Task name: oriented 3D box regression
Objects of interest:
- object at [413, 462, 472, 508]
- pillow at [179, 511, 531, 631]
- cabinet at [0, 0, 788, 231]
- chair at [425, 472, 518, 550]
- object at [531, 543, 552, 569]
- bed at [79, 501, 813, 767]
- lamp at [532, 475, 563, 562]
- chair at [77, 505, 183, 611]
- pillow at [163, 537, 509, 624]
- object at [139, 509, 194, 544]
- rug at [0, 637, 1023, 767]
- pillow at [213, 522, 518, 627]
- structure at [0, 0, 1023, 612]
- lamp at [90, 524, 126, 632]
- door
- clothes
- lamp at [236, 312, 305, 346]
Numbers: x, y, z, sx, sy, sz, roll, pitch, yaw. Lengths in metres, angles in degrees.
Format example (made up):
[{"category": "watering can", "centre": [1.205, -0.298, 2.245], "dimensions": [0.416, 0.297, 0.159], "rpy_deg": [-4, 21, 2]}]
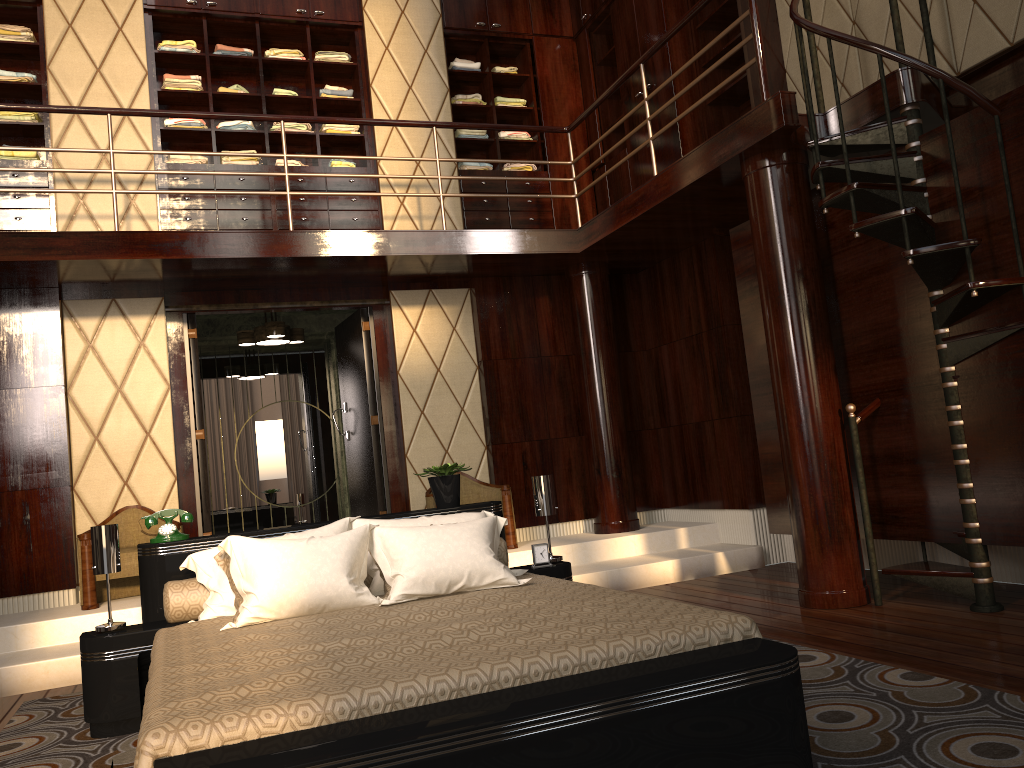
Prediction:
[{"category": "object", "centre": [-0.305, 0.466, 4.090], "dimensions": [0.256, 0.205, 0.241], "rpy_deg": [-2, -7, -39]}, {"category": "pillow", "centre": [-0.566, 0.669, 3.343], "dimensions": [1.322, 0.320, 0.685], "rpy_deg": [-4, -6, -20]}, {"category": "cabinet", "centre": [-1.539, -2.032, 5.703], "dimensions": [6.767, 2.432, 2.576], "rpy_deg": [-4, -6, -21]}, {"category": "chair", "centre": [-0.309, 0.856, 5.982], "dimensions": [0.571, 0.550, 0.462], "rpy_deg": [-4, -6, -21]}, {"category": "object", "centre": [0.125, 0.748, 3.856], "dimensions": [0.088, 0.103, 0.034], "rpy_deg": [-5, -5, -13]}, {"category": "bed", "centre": [-0.375, 0.794, 2.850], "dimensions": [1.985, 0.660, 2.381], "rpy_deg": [-4, -6, -21]}, {"category": "lamp", "centre": [0.157, 0.608, 4.020], "dimensions": [0.106, 0.385, 0.109], "rpy_deg": [-5, -5, -14]}, {"category": "chair", "centre": [-2.236, 0.993, 5.234], "dimensions": [0.571, 0.550, 0.462], "rpy_deg": [-4, -6, -21]}, {"category": "pillow", "centre": [-0.677, 0.787, 3.624], "dimensions": [1.396, 0.167, 0.173], "rpy_deg": [-4, -6, -21]}, {"category": "object", "centre": [-1.420, 0.582, 3.655], "dimensions": [0.178, 0.131, 0.158], "rpy_deg": [-9, -6, 31]}, {"category": "rug", "centre": [-0.173, 1.096, 2.760], "dimensions": [2.910, 0.006, 3.735], "rpy_deg": [-4, -6, -21]}, {"category": "pillow", "centre": [-0.530, 0.689, 3.326], "dimensions": [1.123, 0.271, 0.293], "rpy_deg": [-4, -6, -21]}, {"category": "structure", "centre": [-0.890, -0.289, 4.352], "dimensions": [6.107, 3.189, 3.750], "rpy_deg": [-4, -6, -21]}, {"category": "lamp", "centre": [-1.519, 0.724, 3.332], "dimensions": [0.106, 0.385, 0.109], "rpy_deg": [-5, -5, -14]}, {"category": "door", "centre": [-1.713, 0.424, 6.418], "dimensions": [1.435, 1.820, 0.828], "rpy_deg": [-4, -6, -22]}, {"category": "clothes", "centre": [-2.200, -1.949, 6.219], "dimensions": [4.996, 0.954, 0.818], "rpy_deg": [-3, -6, -28]}, {"category": "lamp", "centre": [-1.907, -0.482, 6.845], "dimensions": [0.467, 0.347, 0.515], "rpy_deg": [-7, -5, 9]}]
